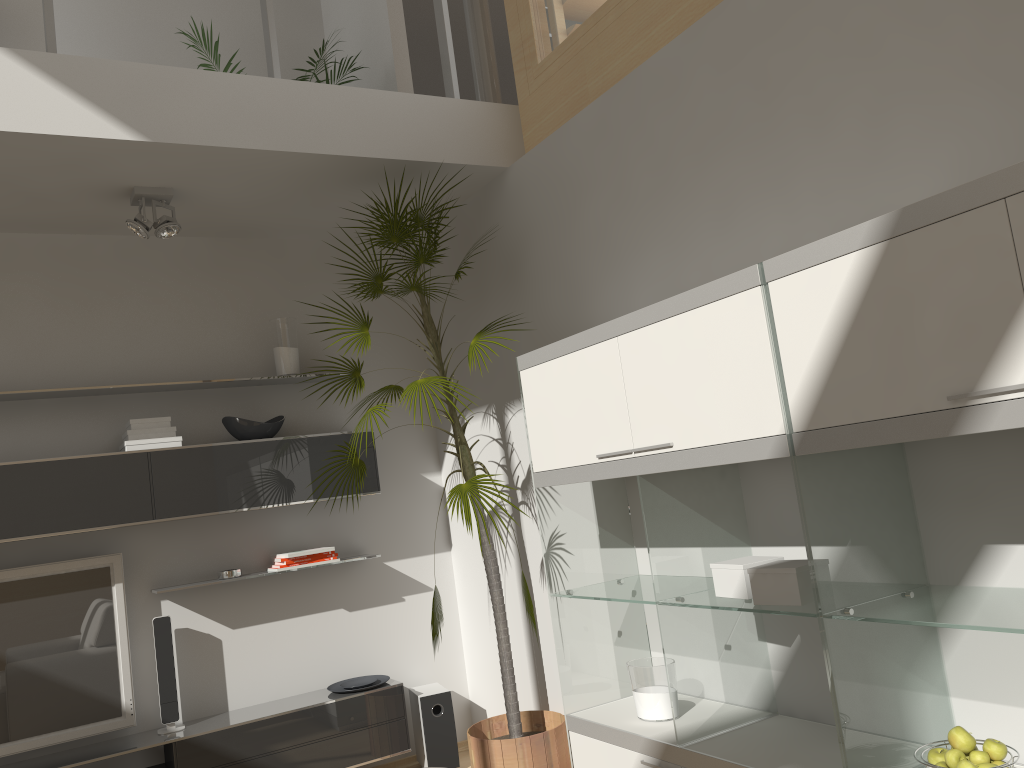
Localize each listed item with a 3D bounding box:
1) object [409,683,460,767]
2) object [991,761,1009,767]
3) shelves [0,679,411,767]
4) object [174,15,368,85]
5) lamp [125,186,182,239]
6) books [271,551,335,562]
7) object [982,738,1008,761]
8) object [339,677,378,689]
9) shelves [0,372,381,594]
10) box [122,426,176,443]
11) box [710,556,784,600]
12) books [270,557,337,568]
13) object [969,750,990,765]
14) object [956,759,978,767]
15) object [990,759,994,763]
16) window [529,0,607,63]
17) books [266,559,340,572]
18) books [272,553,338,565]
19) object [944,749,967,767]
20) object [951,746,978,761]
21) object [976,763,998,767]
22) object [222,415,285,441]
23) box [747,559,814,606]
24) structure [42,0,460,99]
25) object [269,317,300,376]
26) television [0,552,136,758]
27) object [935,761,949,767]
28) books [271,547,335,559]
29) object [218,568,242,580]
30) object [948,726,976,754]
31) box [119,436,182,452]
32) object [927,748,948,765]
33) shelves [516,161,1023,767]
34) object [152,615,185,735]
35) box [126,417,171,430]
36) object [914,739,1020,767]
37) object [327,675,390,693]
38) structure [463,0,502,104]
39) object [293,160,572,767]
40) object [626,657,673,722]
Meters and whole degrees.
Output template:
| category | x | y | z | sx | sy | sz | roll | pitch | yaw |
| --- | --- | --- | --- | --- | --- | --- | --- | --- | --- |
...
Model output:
| category | x | y | z | sx | sy | sz | roll | pitch | yaw |
| --- | --- | --- | --- | --- | --- | --- | --- | --- | --- |
| object | -0.378 | 1.677 | 4.306 | 0.150 | 0.374 | 0.275 | -5 | -7 | -20 |
| object | 1.027 | 0.815 | 1.868 | 0.039 | 0.040 | 0.040 | -3 | -8 | -38 |
| shelves | -2.391 | 1.703 | 3.204 | 4.236 | 0.312 | 0.300 | -4 | -7 | -30 |
| object | -1.376 | -1.511 | 4.958 | 1.331 | 1.069 | 1.491 | -4 | -8 | -33 |
| lamp | -1.490 | -0.697 | 3.680 | 0.214 | 0.195 | 0.150 | -4 | -7 | -30 |
| books | -0.990 | 0.814 | 4.199 | 0.254 | 0.015 | 0.190 | -4 | -7 | -29 |
| object | 1.030 | 0.779 | 1.890 | 0.047 | 0.045 | 0.047 | -4 | -7 | -29 |
| object | -0.723 | 1.419 | 4.188 | 0.178 | 0.020 | 0.178 | -14 | -9 | 43 |
| shelves | -2.551 | 0.523 | 3.339 | 4.236 | 0.914 | 0.300 | -4 | -7 | -30 |
| box | -1.611 | 0.232 | 3.939 | 0.200 | 0.047 | 0.200 | -4 | -7 | -30 |
| box | 0.669 | 0.545 | 2.503 | 0.146 | 0.094 | 0.146 | -5 | -7 | -25 |
| books | -0.986 | 0.842 | 4.191 | 0.268 | 0.011 | 0.190 | -4 | -7 | -29 |
| object | 0.993 | 0.796 | 1.883 | 0.040 | 0.038 | 0.040 | -12 | -8 | 31 |
| object | 0.947 | 0.803 | 1.837 | 0.047 | 0.048 | 0.047 | -10 | -7 | 22 |
| object | 1.030 | 0.816 | 1.912 | 0.047 | 0.045 | 0.047 | -5 | -7 | -26 |
| window | 0.591 | -2.689 | 2.920 | 0.020 | 2.200 | 2.525 | -4 | -7 | -30 |
| books | -0.988 | 0.854 | 4.188 | 0.296 | 0.013 | 0.210 | -4 | -7 | -30 |
| books | -0.980 | 0.828 | 4.199 | 0.254 | 0.015 | 0.190 | -3 | -8 | -34 |
| object | 0.940 | 0.796 | 1.881 | 0.044 | 0.043 | 0.040 | -6 | -7 | -16 |
| object | 0.990 | 0.802 | 1.938 | 0.055 | 0.054 | 0.050 | -11 | -7 | 29 |
| object | 0.991 | 0.816 | 1.846 | 0.058 | 0.058 | 0.058 | -11 | -7 | 26 |
| object | -1.206 | 0.212 | 4.164 | 0.223 | 0.125 | 0.317 | -13 | -8 | 38 |
| box | 0.722 | 0.515 | 2.305 | 0.146 | 0.094 | 0.146 | -2 | -8 | -40 |
| structure | -2.405 | -1.534 | 2.810 | 5.400 | 0.900 | 0.080 | -4 | -7 | -30 |
| object | -1.107 | -0.170 | 4.342 | 0.129 | 0.291 | 0.129 | -12 | -8 | 32 |
| television | -2.195 | 1.137 | 3.543 | 1.224 | 0.735 | 0.096 | -4 | -7 | -30 |
| object | 0.924 | 0.834 | 1.889 | 0.053 | 0.055 | 0.054 | -11 | -7 | 24 |
| books | -0.989 | 0.797 | 4.188 | 0.227 | 0.017 | 0.230 | -3 | -8 | -35 |
| object | -1.288 | 0.867 | 4.048 | 0.106 | 0.035 | 0.105 | -8 | -6 | 5 |
| object | 0.968 | 0.765 | 1.909 | 0.055 | 0.056 | 0.055 | -4 | -7 | -30 |
| box | -1.602 | 0.279 | 3.933 | 0.232 | 0.047 | 0.232 | -4 | -7 | -30 |
| object | 0.937 | 0.822 | 1.936 | 0.054 | 0.048 | 0.055 | -3 | -8 | -37 |
| shelves | 0.889 | 0.558 | 2.159 | 0.408 | 1.756 | 2.432 | -4 | -7 | -30 |
| object | -1.498 | 1.252 | 3.845 | 0.111 | 0.483 | 0.116 | -5 | -7 | -24 |
| box | -1.617 | 0.185 | 3.943 | 0.168 | 0.047 | 0.168 | -4 | -7 | -30 |
| object | 0.977 | 0.843 | 1.891 | 0.206 | 0.105 | 0.206 | -9 | -7 | 15 |
| object | -0.723 | 1.421 | 4.188 | 0.294 | 0.020 | 0.294 | -9 | -7 | 9 |
| structure | -0.252 | -2.407 | 4.383 | 0.122 | 2.400 | 0.121 | -9 | -7 | 12 |
| object | 0.210 | 0.303 | 3.178 | 2.706 | 2.668 | 0.983 | -13 | -8 | 40 |
| object | 0.462 | 0.994 | 2.884 | 0.130 | 0.177 | 0.172 | -2 | -9 | -40 |
